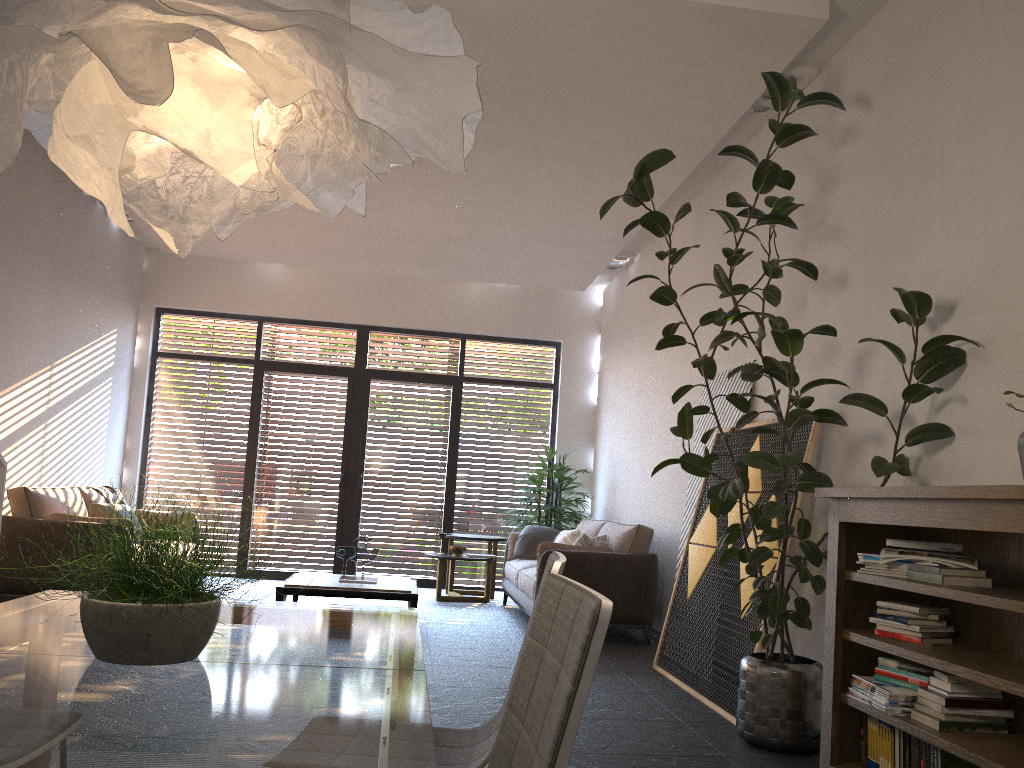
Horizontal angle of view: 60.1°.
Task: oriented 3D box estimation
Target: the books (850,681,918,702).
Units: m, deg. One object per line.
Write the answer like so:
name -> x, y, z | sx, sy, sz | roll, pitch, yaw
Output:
books -> 1.421, 1.136, 3.270 | 0.218, 0.007, 0.306 | 4, -7, -3

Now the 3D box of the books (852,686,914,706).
books -> 1.425, 1.155, 3.277 | 0.218, 0.008, 0.290 | 4, -7, -1

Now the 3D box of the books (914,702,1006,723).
books -> 1.530, 1.122, 3.027 | 0.227, 0.023, 0.167 | 5, -7, -9

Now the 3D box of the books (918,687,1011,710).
books -> 1.534, 1.070, 3.015 | 0.225, 0.029, 0.180 | 4, -7, -4

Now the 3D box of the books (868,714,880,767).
books -> 1.476, 1.381, 3.425 | 0.171, 0.234, 0.101 | 4, -5, -7

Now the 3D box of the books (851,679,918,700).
books -> 1.424, 1.129, 3.271 | 0.218, 0.007, 0.306 | 4, -7, -3

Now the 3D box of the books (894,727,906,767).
books -> 1.492, 1.358, 3.256 | 0.167, 0.240, 0.100 | 4, -5, -7

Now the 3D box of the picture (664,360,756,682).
picture -> 1.313, 0.898, 5.964 | 0.208, 2.010, 0.962 | 4, -5, -7

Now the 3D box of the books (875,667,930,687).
books -> 1.499, 1.081, 3.267 | 0.175, 0.023, 0.250 | 7, -8, -21

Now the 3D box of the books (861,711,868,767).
books -> 1.468, 1.385, 3.493 | 0.171, 0.240, 0.085 | 4, -5, -7

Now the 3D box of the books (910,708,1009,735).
books -> 1.521, 1.149, 3.018 | 0.243, 0.034, 0.180 | 4, -7, -5

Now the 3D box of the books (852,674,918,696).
books -> 1.429, 1.113, 3.270 | 0.219, 0.013, 0.306 | 4, -7, -2

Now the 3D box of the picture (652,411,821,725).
picture -> 1.259, 1.004, 5.180 | 0.386, 1.598, 1.504 | 4, -6, -7

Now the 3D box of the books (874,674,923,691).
books -> 1.497, 1.104, 3.265 | 0.175, 0.023, 0.250 | 7, -8, -26

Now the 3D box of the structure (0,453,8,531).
structure -> -0.778, -3.078, 0.808 | 4.236, 8.271, 8.500 | 4, -6, -7

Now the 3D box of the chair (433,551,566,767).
chair -> -0.205, 0.830, 1.995 | 0.601, 0.915, 0.477 | 3, -5, 3

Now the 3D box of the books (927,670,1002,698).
books -> 1.553, 1.024, 3.027 | 0.216, 0.069, 0.159 | 3, -7, 3

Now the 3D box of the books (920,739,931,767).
books -> 1.518, 1.336, 3.088 | 0.171, 0.240, 0.085 | 4, -5, -7

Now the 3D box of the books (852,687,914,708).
books -> 1.424, 1.160, 3.277 | 0.218, 0.008, 0.290 | 4, -7, -1

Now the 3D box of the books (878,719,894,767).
books -> 1.486, 1.370, 3.344 | 0.171, 0.234, 0.108 | 4, -5, -7

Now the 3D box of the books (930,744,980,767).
books -> 1.515, 1.326, 3.016 | 0.167, 0.240, 0.104 | 4, -5, -7

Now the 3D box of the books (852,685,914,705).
books -> 1.426, 1.148, 3.269 | 0.218, 0.006, 0.306 | 4, -7, -2

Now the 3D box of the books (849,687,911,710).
books -> 1.417, 1.165, 3.276 | 0.219, 0.013, 0.306 | 4, -7, -2

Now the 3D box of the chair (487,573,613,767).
chair -> -0.209, 0.733, 1.256 | 0.602, 0.915, 0.477 | 4, -5, -6

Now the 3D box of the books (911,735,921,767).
books -> 1.510, 1.352, 3.147 | 0.171, 0.224, 0.083 | 4, -5, -7

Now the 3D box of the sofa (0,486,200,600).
sofa -> -3.344, 1.334, 7.365 | 0.994, 0.915, 2.332 | 4, -7, -7

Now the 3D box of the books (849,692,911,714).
books -> 1.417, 1.181, 3.276 | 0.218, 0.007, 0.306 | 4, -7, -2

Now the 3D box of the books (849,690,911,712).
books -> 1.418, 1.173, 3.274 | 0.218, 0.008, 0.306 | 4, -7, -2

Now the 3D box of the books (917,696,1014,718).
books -> 1.541, 1.098, 3.019 | 0.243, 0.023, 0.176 | 4, -7, 0

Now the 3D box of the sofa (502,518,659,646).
sofa -> 0.531, 1.644, 7.824 | 0.994, 0.915, 2.332 | 4, -7, -7

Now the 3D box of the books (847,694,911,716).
books -> 1.417, 1.187, 3.273 | 0.218, 0.008, 0.306 | 5, -8, -7

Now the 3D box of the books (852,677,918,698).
books -> 1.429, 1.122, 3.271 | 0.218, 0.007, 0.306 | 4, -7, -2

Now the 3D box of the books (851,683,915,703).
books -> 1.423, 1.143, 3.273 | 0.218, 0.008, 0.290 | 4, -7, -3

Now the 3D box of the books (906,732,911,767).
books -> 1.504, 1.350, 3.199 | 0.171, 0.240, 0.055 | 4, -5, -7
